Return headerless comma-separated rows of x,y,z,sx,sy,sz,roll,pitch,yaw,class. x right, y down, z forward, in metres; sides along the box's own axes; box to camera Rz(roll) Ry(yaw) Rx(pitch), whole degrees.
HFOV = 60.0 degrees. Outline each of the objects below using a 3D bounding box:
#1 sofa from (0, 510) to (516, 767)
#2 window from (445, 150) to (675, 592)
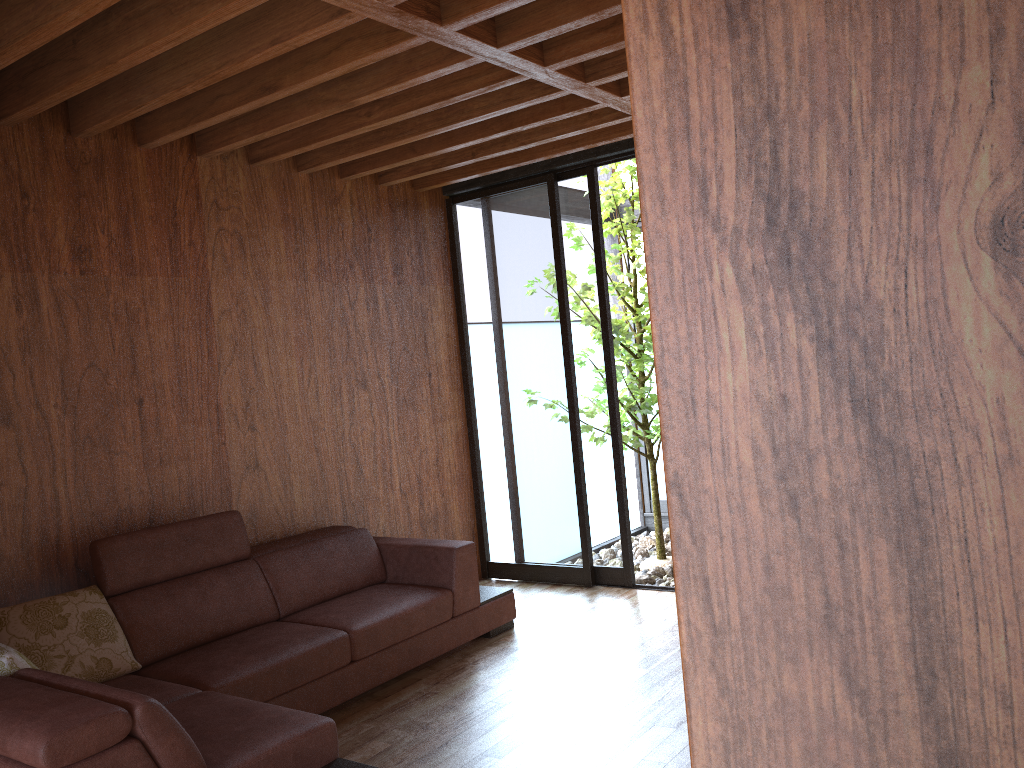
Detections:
-0.686,0.871,3.202,1.687,0.760,2.523,-5,1,36,sofa
1.609,-1.157,4.626,4.073,5.133,14.068,-5,1,36,window
